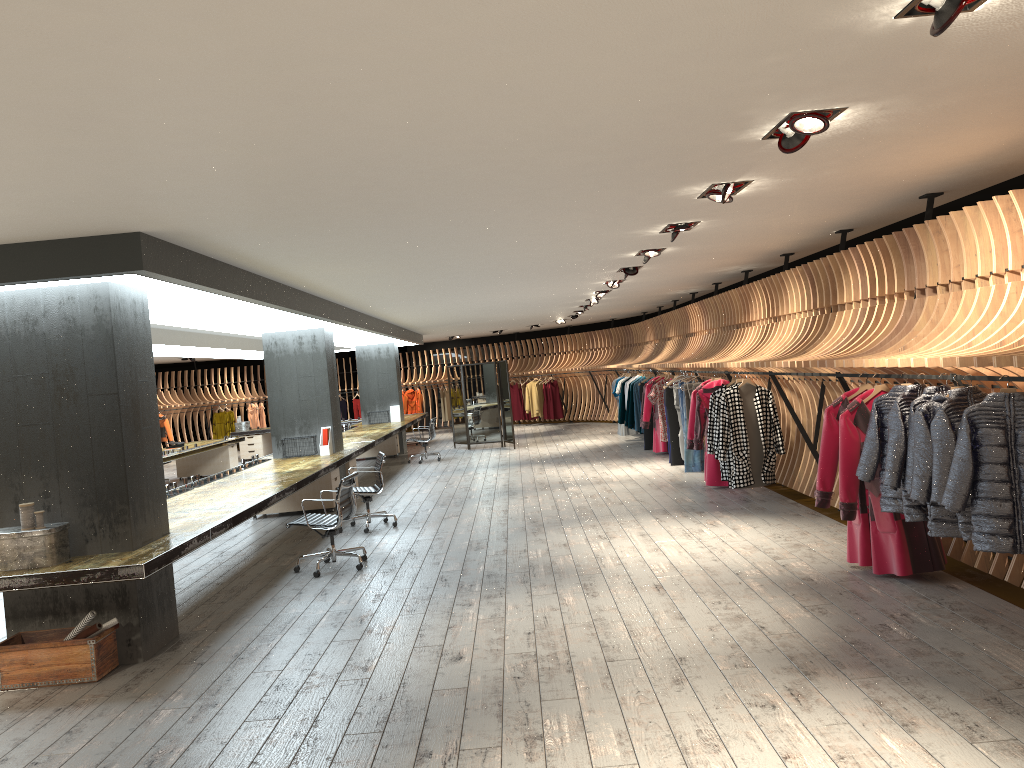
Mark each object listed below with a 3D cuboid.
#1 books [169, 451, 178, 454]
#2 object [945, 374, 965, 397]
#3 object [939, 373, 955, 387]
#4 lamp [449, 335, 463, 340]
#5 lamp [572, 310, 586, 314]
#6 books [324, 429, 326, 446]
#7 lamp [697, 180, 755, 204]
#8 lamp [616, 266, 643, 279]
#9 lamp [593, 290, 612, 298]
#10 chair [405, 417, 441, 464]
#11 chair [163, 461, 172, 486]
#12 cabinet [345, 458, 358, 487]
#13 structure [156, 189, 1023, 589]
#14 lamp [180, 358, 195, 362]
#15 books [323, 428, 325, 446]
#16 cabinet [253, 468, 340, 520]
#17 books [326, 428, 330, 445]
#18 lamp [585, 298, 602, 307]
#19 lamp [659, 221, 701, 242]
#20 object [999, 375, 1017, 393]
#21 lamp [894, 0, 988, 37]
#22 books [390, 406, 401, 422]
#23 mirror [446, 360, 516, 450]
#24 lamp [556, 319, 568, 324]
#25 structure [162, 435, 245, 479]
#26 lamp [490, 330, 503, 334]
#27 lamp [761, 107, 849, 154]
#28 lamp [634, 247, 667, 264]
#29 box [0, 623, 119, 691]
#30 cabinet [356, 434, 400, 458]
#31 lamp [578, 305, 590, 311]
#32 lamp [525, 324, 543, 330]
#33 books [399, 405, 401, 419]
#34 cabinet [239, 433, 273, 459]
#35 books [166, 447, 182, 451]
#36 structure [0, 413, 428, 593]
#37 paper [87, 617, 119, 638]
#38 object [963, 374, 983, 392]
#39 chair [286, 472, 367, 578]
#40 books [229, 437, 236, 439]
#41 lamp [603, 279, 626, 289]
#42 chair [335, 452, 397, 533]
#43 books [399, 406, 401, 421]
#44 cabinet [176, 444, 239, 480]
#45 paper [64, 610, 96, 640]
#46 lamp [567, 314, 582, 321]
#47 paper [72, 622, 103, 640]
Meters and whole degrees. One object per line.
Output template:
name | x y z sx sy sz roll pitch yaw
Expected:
books | -6.081 1.227 15.870 0.155 0.025 0.110 -5 1 -5
object | 2.562 0.057 5.088 0.440 0.226 0.010 -5 0 25
object | 2.592 0.053 5.246 0.438 0.242 0.016 -5 0 25
lamp | -1.656 -1.414 25.526 0.492 0.292 0.269 -5 1 33
lamp | 1.421 -1.573 18.700 0.269 0.294 0.493 -5 1 0
books | -2.610 0.808 12.490 0.048 0.368 0.215 -5 0 0
lamp | 1.420 -1.339 5.940 0.269 0.294 0.493 -5 1 0
lamp | 1.421 -1.428 10.725 0.269 0.291 0.493 -5 1 0
lamp | 1.421 -1.485 13.915 0.269 0.296 0.493 -5 1 0
chair | -1.800 1.135 17.818 0.667 0.859 0.693 -5 0 -4
chair | -7.142 1.633 17.628 0.668 0.859 0.693 -5 0 -14
cabinet | -2.985 1.437 13.582 1.131 0.630 0.593 -5 1 0
structure | -4.010 0.623 9.955 14.882 2.440 36.559 -5 1 0
lamp | -8.672 -0.731 23.755 0.269 0.293 0.493 -5 1 32
books | -2.631 0.810 12.490 0.048 0.368 0.215 -5 0 0
cabinet | -2.985 1.462 12.229 1.131 0.630 0.593 -5 1 0
books | -2.588 0.806 12.490 0.048 0.368 0.215 -5 0 0
lamp | 1.421 -1.511 15.510 0.269 0.301 0.493 -5 1 0
lamp | 1.421 -1.368 7.535 0.269 0.295 0.493 -5 1 0
object | 2.578 0.065 4.602 0.439 0.226 0.010 -5 1 40
lamp | 1.420 -1.279 2.751 0.269 0.298 0.493 -5 1 0
books | -2.632 0.677 19.987 0.215 0.368 0.073 -5 0 0
mirror | -0.674 0.478 19.576 2.110 1.892 0.443 -5 0 41
lamp | 1.210 -1.615 21.873 0.269 0.287 0.492 -5 1 -20
structure | -6.412 1.635 14.241 1.162 0.844 10.452 -5 1 0
lamp | -0.386 -1.513 24.580 0.269 0.294 0.492 -6 1 -45
lamp | 1.421 -1.306 4.346 0.269 0.302 0.493 -5 1 0
lamp | 1.421 -1.398 9.130 0.269 0.294 0.493 -5 1 0
box | -2.914 1.752 5.689 0.664 0.282 0.342 -5 1 0
cabinet | -3.107 1.338 19.638 1.131 0.630 0.593 -5 1 0
lamp | 1.421 -1.548 17.105 0.269 0.286 0.493 -5 1 0
lamp | 0.592 -1.582 23.335 0.269 0.292 0.492 -6 1 -32
books | -2.632 0.676 20.057 0.215 0.368 0.047 -5 0 0
cabinet | -6.503 1.597 22.656 0.593 0.630 1.132 -5 1 0
books | -6.511 1.251 17.048 0.213 0.026 0.366 -5 1 0
structure | -4.583 1.470 14.027 4.836 0.844 18.478 -5 1 0
paper | -2.841 1.688 5.660 0.624 0.290 0.041 -6 0 -18
object | 2.593 0.063 4.968 0.438 0.244 0.010 -5 0 0
chair | -1.747 1.304 8.317 0.667 0.859 0.693 -5 0 -4
books | -6.089 1.166 19.249 0.155 0.025 0.110 -5 1 -5
lamp | 1.420 -1.461 12.320 0.269 0.284 0.493 -5 1 0
chair | -1.754 1.267 10.395 0.668 0.859 0.693 -5 0 -24
books | -2.632 0.676 20.015 0.215 0.368 0.075 -5 0 0
cabinet | -6.506 1.665 18.954 1.131 0.630 0.593 -5 1 0
paper | -2.846 1.662 5.601 0.572 0.460 0.043 -5 0 17
lamp | 1.418 -1.603 20.295 0.269 0.291 0.492 -5 1 -4
paper | -2.883 1.693 5.636 0.723 0.365 0.047 -5 0 19
